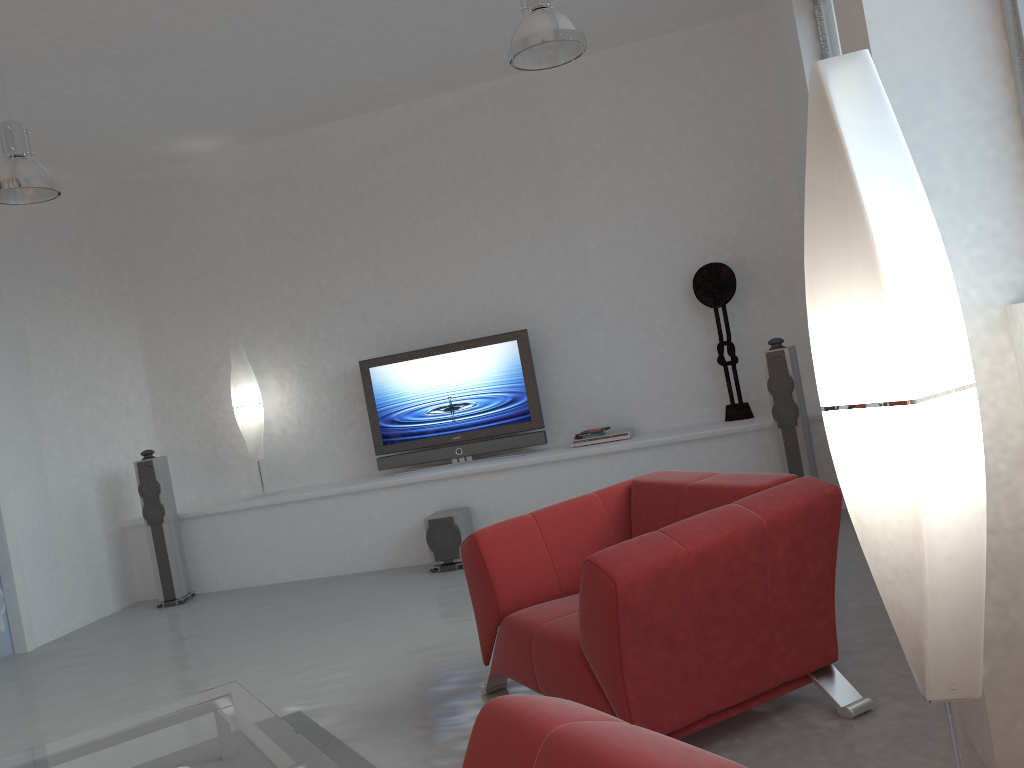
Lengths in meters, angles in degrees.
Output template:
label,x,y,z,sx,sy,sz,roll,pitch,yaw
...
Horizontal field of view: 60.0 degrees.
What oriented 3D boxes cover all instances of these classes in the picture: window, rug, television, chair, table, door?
label,x,y,z,sx,sy,sz,roll,pitch,yaw
window,1.562,-1.186,3.676,0.100,1.800,2.400,-10,1,14
rug,-1.174,1.448,2.585,1.700,0.025,1.700,-11,1,-31
television,-0.461,0.156,6.796,1.356,0.919,0.343,-10,1,14
window,0.910,-1.043,0.957,0.100,1.800,2.400,-10,1,14
chair,0.470,0.775,3.207,0.951,0.738,1.288,-11,1,-26
table,-1.190,1.303,2.590,1.097,0.286,1.162,-11,1,-31
chair,-0.175,0.912,1.043,1.288,0.738,0.951,-11,1,-26
door,-3.743,0.596,5.246,0.240,2.550,1.600,-10,1,14

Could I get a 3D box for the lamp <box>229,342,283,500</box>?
label,x,y,z,sx,sy,sz,roll,pitch,yaw
lamp,-2.097,0.286,7.110,0.263,1.239,0.263,-10,1,6

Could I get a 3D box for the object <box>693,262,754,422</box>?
label,x,y,z,sx,sy,sz,roll,pitch,yaw
object,1.517,-0.303,6.299,0.331,1.130,0.108,-10,1,39

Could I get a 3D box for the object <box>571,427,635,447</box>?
label,x,y,z,sx,sy,sz,roll,pitch,yaw
object,0.674,0.391,6.536,0.430,0.045,0.352,-10,1,14

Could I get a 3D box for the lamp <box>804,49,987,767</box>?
label,x,y,z,sx,sy,sz,roll,pitch,yaw
lamp,0.856,0.189,1.906,0.313,1.779,0.313,-10,1,6

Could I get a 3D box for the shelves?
label,x,y,z,sx,sy,sz,roll,pitch,yaw
shelves,-0.397,0.638,6.687,5.500,0.050,0.650,-10,1,14

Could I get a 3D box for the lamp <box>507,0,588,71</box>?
label,x,y,z,sx,sy,sz,roll,pitch,yaw
lamp,0.100,-1.948,4.198,0.379,0.800,0.379,-11,1,-37

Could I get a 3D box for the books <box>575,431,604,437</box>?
label,x,y,z,sx,sy,sz,roll,pitch,yaw
books,0.570,0.364,6.535,0.190,0.015,0.135,-10,1,-6

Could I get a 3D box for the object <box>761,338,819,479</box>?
label,x,y,z,sx,sy,sz,roll,pitch,yaw
object,1.784,0.288,5.638,0.255,1.184,0.273,-10,1,29

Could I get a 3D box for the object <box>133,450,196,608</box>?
label,x,y,z,sx,sy,sz,roll,pitch,yaw
object,-2.659,1.080,6.749,0.255,1.184,0.273,-10,1,-1

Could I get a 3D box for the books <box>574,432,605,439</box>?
label,x,y,z,sx,sy,sz,roll,pitch,yaw
books,0.573,0.379,6.532,0.190,0.015,0.135,-10,1,-21

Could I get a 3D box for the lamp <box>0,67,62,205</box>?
label,x,y,z,sx,sy,sz,roll,pitch,yaw
lamp,-2.777,-1.435,4.915,0.379,0.800,0.379,-10,1,10

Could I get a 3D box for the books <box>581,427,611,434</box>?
label,x,y,z,sx,sy,sz,roll,pitch,yaw
books,0.615,0.341,6.517,0.190,0.015,0.135,-10,1,24

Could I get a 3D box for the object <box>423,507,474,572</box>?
label,x,y,z,sx,sy,sz,roll,pitch,yaw
object,-0.431,1.093,6.244,0.336,0.374,0.337,-10,1,14
